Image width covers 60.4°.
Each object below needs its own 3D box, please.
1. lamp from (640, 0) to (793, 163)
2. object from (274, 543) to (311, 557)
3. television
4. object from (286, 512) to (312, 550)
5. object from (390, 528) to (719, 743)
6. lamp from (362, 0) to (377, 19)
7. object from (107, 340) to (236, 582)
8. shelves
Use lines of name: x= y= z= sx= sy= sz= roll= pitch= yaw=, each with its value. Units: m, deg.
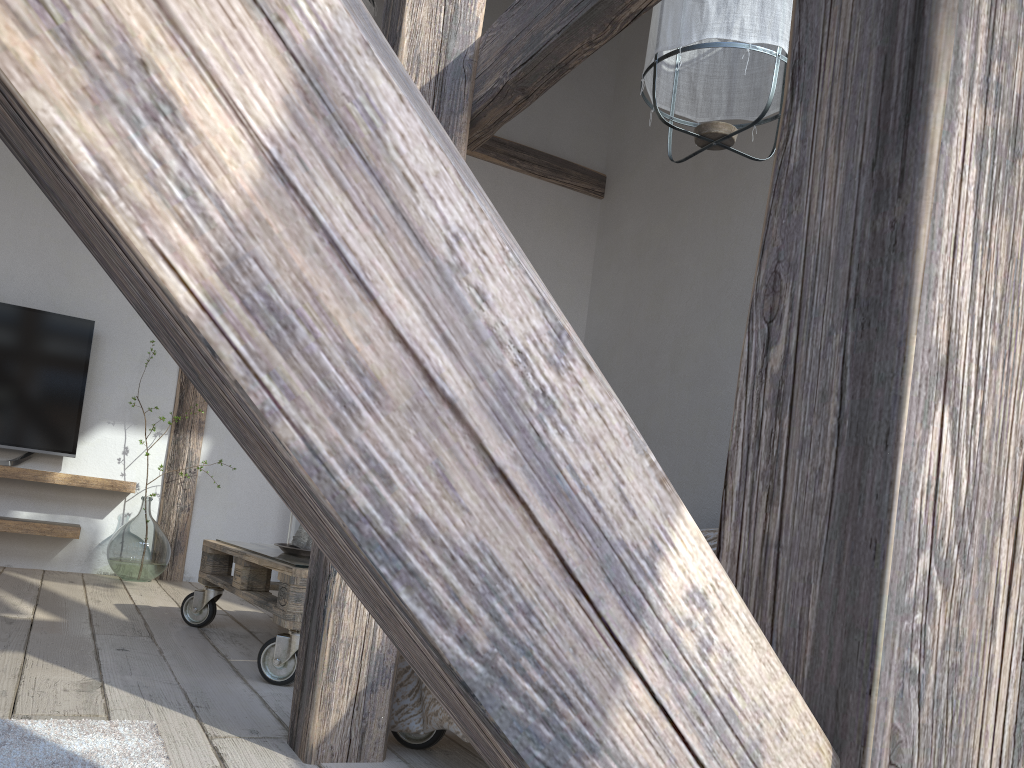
lamp: x=0.595 y=-1.343 z=2.234 sx=0.406 sy=1.504 sz=0.404 roll=6 pitch=-3 yaw=15
object: x=-0.503 y=0.505 z=2.603 sx=0.395 sy=0.021 sz=0.399 roll=8 pitch=-10 yaw=-7
television: x=-2.429 y=-0.040 z=3.746 sx=1.112 sy=0.700 sz=0.206 roll=11 pitch=-4 yaw=-27
object: x=-0.575 y=0.382 z=2.612 sx=0.155 sy=0.245 sz=0.158 roll=4 pitch=-5 yaw=32
object: x=0.172 y=0.426 z=1.441 sx=1.008 sy=0.469 sz=0.821 roll=7 pitch=-8 yaw=3
lamp: x=-0.682 y=-1.416 z=3.122 sx=0.399 sy=1.074 sz=0.412 roll=6 pitch=-4 yaw=15
object: x=-1.574 y=0.379 z=4.151 sx=0.521 sy=1.110 sz=0.274 roll=10 pitch=-4 yaw=-40
shelves: x=-2.470 y=0.527 z=3.685 sx=1.616 sy=0.447 sz=0.331 roll=12 pitch=-7 yaw=-26
